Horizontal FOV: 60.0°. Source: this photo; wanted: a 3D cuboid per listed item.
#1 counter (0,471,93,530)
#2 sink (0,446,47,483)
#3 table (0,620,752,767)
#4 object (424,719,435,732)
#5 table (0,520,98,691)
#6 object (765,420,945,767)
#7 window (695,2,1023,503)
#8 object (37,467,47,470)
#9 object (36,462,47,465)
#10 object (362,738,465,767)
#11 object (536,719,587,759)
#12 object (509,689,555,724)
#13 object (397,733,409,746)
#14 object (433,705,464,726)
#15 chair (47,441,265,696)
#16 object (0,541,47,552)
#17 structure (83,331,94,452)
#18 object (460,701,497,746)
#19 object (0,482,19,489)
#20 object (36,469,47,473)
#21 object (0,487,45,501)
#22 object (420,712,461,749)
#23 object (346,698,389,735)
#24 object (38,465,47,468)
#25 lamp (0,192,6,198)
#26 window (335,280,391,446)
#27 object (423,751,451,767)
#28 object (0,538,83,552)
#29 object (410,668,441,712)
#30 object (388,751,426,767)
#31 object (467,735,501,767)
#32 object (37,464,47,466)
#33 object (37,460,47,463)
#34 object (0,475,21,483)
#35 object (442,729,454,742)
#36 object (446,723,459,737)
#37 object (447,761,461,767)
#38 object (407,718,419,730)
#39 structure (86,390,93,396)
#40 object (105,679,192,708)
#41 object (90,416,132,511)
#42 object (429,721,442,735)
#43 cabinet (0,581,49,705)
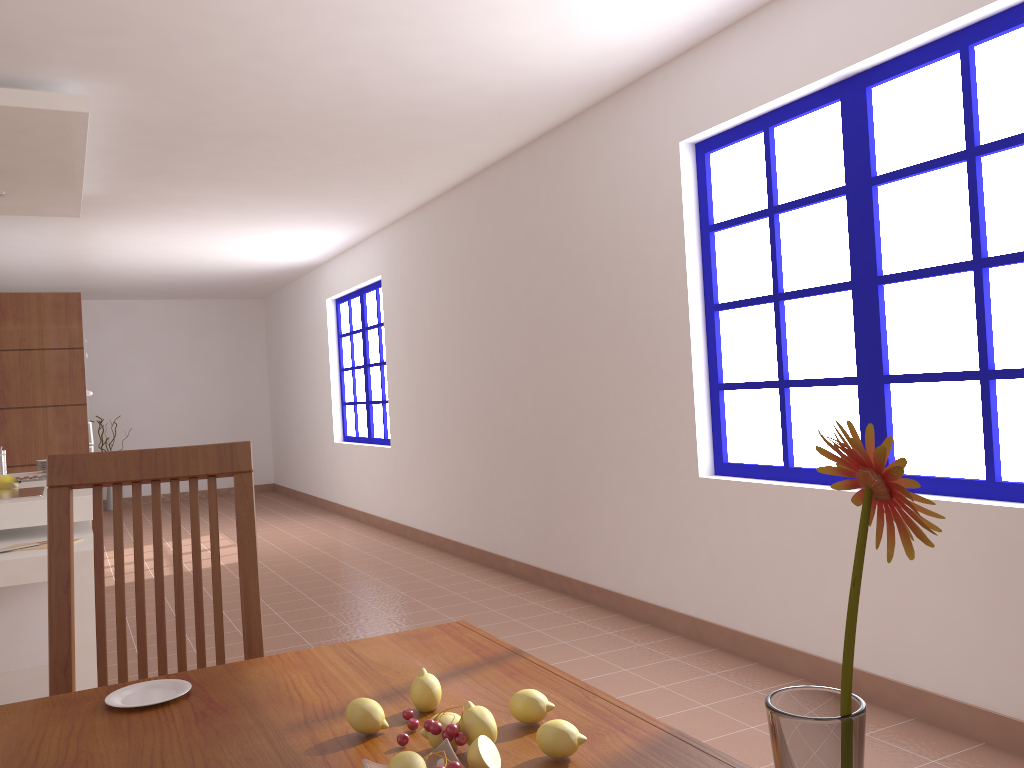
[{"bbox_3d":[-2.496,0.903,4.374,0.821,0.800,2.156,-3,0,-27],"label":"counter"},{"bbox_3d":[-2.711,0.512,4.751,0.404,0.368,0.668,-3,0,-27],"label":"sink"},{"bbox_3d":[-0.660,0.800,0.699,1.800,0.740,0.900,-3,0,-27],"label":"table"},{"bbox_3d":[-0.088,0.366,0.951,0.014,0.014,0.013,-4,0,31],"label":"object"},{"bbox_3d":[-2.013,0.945,3.436,0.737,0.647,1.003,-3,0,-27],"label":"table"},{"bbox_3d":[0.150,0.197,0.374,0.050,0.365,0.085,-3,0,-29],"label":"object"},{"bbox_3d":[1.229,-0.350,3.069,0.035,1.430,1.699,-3,0,-27],"label":"window"},{"bbox_3d":[-2.700,0.500,5.291,0.228,0.020,0.228,-4,-1,45],"label":"object"},{"bbox_3d":[-2.702,0.469,5.291,0.228,0.020,0.228,-4,-1,45],"label":"object"},{"bbox_3d":[-0.085,0.380,0.851,0.092,0.032,0.091,-3,0,-27],"label":"object"},{"bbox_3d":[0.049,0.370,0.925,0.043,0.038,0.043,-3,-1,-38],"label":"object"},{"bbox_3d":[0.020,0.372,1.024,0.043,0.038,0.043,-3,-1,-38],"label":"object"},{"bbox_3d":[-0.120,0.392,0.977,0.014,0.014,0.012,-3,-1,-38],"label":"object"},{"bbox_3d":[-0.068,0.358,0.957,0.034,0.011,0.037,-3,0,23],"label":"object"},{"bbox_3d":[-0.524,0.635,1.308,0.444,1.063,0.574,-3,0,-17],"label":"chair"},{"bbox_3d":[-1.797,0.598,3.265,0.041,0.008,0.375,-4,0,30],"label":"object"},{"bbox_3d":[-4.016,0.433,8.379,0.089,1.862,0.604,-3,0,-27],"label":"structure"},{"bbox_3d":[-0.036,0.367,0.952,0.039,0.049,0.039,-3,0,-19],"label":"object"},{"bbox_3d":[-2.382,0.477,4.154,0.207,0.033,0.060,-3,0,18],"label":"object"},{"bbox_3d":[-2.699,0.510,5.291,0.228,0.020,0.228,-4,-1,45],"label":"object"},{"bbox_3d":[-2.278,0.483,3.789,0.493,0.006,0.551,-3,0,-27],"label":"object"},{"bbox_3d":[-0.072,0.378,0.965,0.041,0.039,0.044,-4,0,27],"label":"object"},{"bbox_3d":[-0.168,0.382,1.022,0.042,0.041,0.041,-4,-1,38],"label":"object"},{"bbox_3d":[-2.700,0.490,5.291,0.228,0.020,0.228,-4,-1,45],"label":"object"},{"bbox_3d":[-2.841,-1.053,4.831,0.143,0.059,0.143,-3,0,1],"label":"lamp"},{"bbox_3d":[-1.334,-0.164,8.156,0.035,1.430,1.699,-3,0,-27],"label":"window"},{"bbox_3d":[-0.076,0.381,0.874,0.040,0.023,0.049,-3,0,19],"label":"object"},{"bbox_3d":[-1.764,0.603,3.312,0.266,0.006,0.168,-3,0,-10],"label":"object"},{"bbox_3d":[-0.106,0.377,1.090,0.038,0.053,0.039,-3,0,8],"label":"object"},{"bbox_3d":[-0.099,0.369,0.841,0.042,0.038,0.043,-4,-1,40],"label":"object"},{"bbox_3d":[-0.029,0.375,0.897,0.033,0.036,0.039,-3,0,11],"label":"object"},{"bbox_3d":[-2.701,0.479,5.291,0.228,0.020,0.228,-4,-1,45],"label":"object"},{"bbox_3d":[-2.702,0.459,5.291,0.228,0.020,0.228,-4,-1,45],"label":"object"},{"bbox_3d":[-2.412,0.451,4.166,0.047,0.055,0.207,-4,-1,40],"label":"object"},{"bbox_3d":[-0.067,0.370,0.935,0.014,0.014,0.012,-4,-1,44],"label":"object"},{"bbox_3d":[-0.063,0.363,0.930,0.014,0.014,0.012,-4,-1,44],"label":"object"},{"bbox_3d":[-0.056,0.376,0.866,0.014,0.014,0.012,-3,0,-14],"label":"object"},{"bbox_3d":[-0.114,0.393,1.022,0.014,0.012,0.014,-3,0,-23],"label":"object"},{"bbox_3d":[-3.371,0.130,7.055,0.056,0.454,0.614,-3,0,-27],"label":"structure"},{"bbox_3d":[-0.489,0.419,1.195,0.108,0.008,0.108,-4,0,28],"label":"object"},{"bbox_3d":[-4.709,0.917,10.325,0.655,1.112,0.284,-3,0,-8],"label":"object"},{"bbox_3d":[-0.081,0.364,0.938,0.014,0.014,0.012,-3,0,-6],"label":"object"},{"bbox_3d":[-2.464,0.951,4.326,0.737,0.700,2.048,-3,0,-27],"label":"cabinet"}]
